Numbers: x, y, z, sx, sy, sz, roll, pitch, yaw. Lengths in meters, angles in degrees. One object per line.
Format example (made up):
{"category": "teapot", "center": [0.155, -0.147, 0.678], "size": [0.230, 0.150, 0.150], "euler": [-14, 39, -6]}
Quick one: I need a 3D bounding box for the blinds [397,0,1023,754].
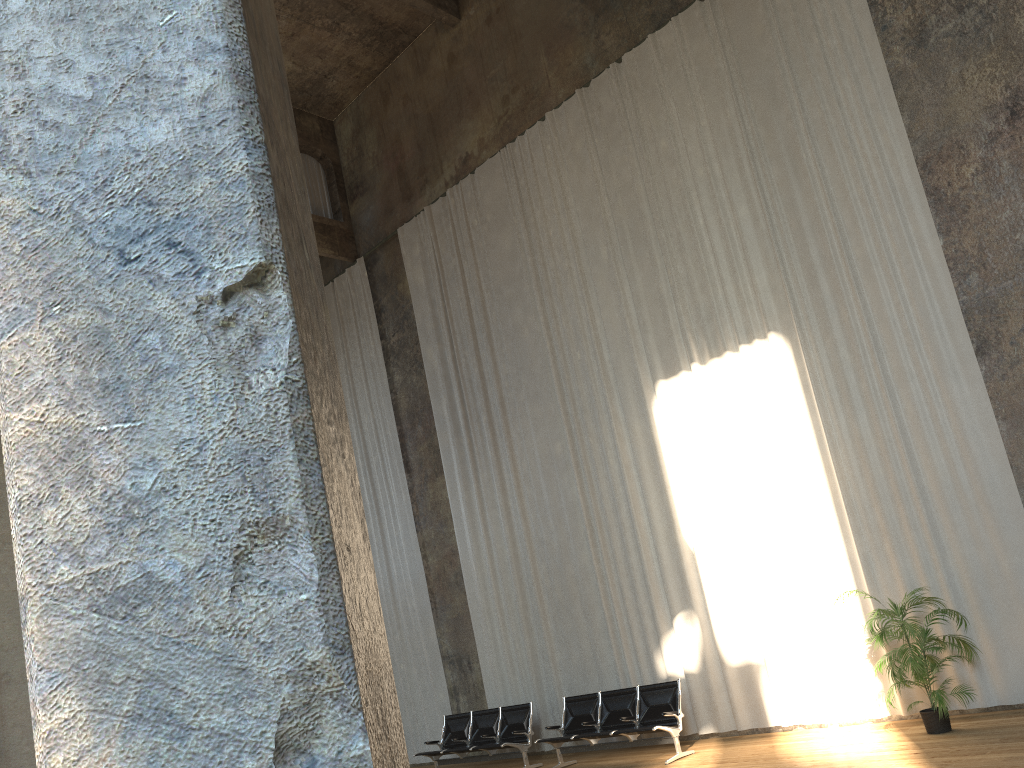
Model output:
{"category": "blinds", "center": [1.607, 0.155, 11.322], "size": [0.274, 8.434, 8.032], "euler": [-2, -16, -46]}

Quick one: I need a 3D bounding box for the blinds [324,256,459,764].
{"category": "blinds", "center": [-4.413, 3.189, 17.109], "size": [0.274, 8.434, 8.032], "euler": [-2, -16, -46]}

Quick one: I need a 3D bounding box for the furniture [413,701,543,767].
{"category": "furniture", "center": [-0.520, 4.912, 11.994], "size": [0.709, 0.822, 1.919], "euler": [2, -20, -46]}

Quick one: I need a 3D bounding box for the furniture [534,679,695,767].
{"category": "furniture", "center": [1.143, 4.073, 10.395], "size": [0.709, 0.822, 1.919], "euler": [2, -20, -46]}

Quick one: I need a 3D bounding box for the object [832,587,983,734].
{"category": "object", "center": [3.785, 2.578, 8.344], "size": [1.152, 1.420, 1.098], "euler": [-20, -15, 32]}
